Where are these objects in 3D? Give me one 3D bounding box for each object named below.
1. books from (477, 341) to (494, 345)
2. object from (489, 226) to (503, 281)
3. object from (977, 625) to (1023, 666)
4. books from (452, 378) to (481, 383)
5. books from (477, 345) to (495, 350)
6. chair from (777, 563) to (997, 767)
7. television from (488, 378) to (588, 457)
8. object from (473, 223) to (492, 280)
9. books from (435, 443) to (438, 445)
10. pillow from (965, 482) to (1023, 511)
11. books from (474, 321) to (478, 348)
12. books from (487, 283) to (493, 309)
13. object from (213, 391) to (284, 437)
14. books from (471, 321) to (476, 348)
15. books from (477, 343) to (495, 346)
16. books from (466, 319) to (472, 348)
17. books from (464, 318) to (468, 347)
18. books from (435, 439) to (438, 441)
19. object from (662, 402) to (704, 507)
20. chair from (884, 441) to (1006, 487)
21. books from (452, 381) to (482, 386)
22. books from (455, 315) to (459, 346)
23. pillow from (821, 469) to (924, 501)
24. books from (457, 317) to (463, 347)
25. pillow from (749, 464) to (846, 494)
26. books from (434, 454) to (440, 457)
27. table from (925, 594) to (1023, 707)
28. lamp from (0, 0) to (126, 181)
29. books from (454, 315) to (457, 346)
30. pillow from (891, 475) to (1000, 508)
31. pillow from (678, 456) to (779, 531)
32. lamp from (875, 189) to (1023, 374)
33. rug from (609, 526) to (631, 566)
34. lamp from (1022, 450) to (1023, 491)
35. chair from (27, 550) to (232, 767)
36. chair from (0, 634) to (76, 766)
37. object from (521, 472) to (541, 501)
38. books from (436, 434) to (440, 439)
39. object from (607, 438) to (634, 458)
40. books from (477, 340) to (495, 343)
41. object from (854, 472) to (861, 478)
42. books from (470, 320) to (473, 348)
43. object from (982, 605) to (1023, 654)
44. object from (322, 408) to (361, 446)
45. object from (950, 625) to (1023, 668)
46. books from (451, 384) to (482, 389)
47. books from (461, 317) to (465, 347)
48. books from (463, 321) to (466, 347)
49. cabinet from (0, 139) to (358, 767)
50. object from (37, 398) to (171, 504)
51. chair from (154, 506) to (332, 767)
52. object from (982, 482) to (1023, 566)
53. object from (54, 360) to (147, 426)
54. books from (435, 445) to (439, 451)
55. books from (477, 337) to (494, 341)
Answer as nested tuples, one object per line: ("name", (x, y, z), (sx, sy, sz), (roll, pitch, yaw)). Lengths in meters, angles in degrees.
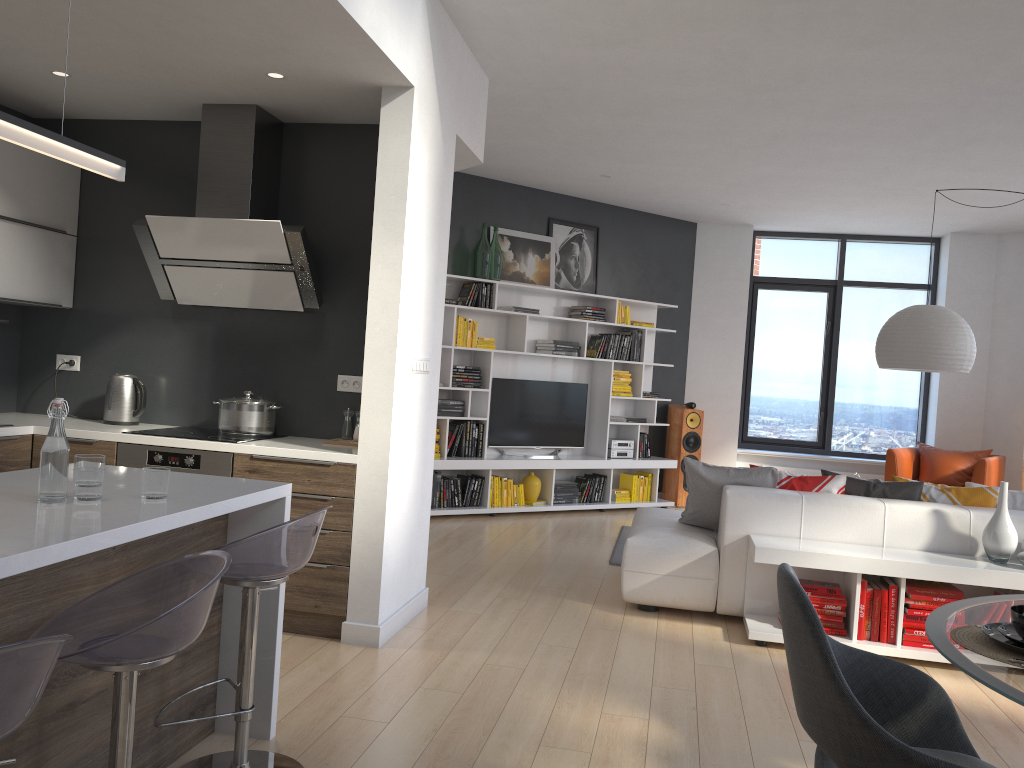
("books", (-0.260, -0.363, 7.833), (0.169, 0.018, 0.113), (3, 1, -33))
("object", (-0.159, -1.159, 7.926), (0.157, 0.507, 0.157), (4, 1, -21))
("object", (1.100, 0.541, 1.815), (0.206, 0.015, 0.309), (4, 1, 15))
("books", (-0.440, -0.036, 7.769), (0.266, 0.030, 0.209), (3, 1, -36))
("books", (-0.267, -0.327, 7.849), (0.190, 0.033, 0.147), (3, 1, -34))
("chair", (0.842, 0.858, 1.846), (0.619, 0.891, 0.655), (4, 1, 12))
("television", (0.251, 0.321, 8.303), (1.102, 0.704, 0.207), (3, 1, -34))
("object", (-0.255, -1.164, 7.791), (0.157, 0.507, 0.157), (4, 1, -21))
("books", (-0.791, 0.506, 7.594), (0.263, 0.015, 0.198), (3, 1, -31))
("pillow", (3.327, 0.788, 5.618), (0.580, 0.456, 2.156), (5, 1, 37))
("books", (-0.358, -0.433, 7.799), (0.024, 0.234, 0.172), (3, 1, -34))
("books", (-0.226, -0.773, 7.844), (0.019, 0.230, 0.174), (3, 1, -34))
("object", (-1.355, 0.147, 4.544), (0.288, 0.223, 0.315), (3, 1, -38))
("books", (-0.377, -0.434, 7.781), (0.024, 0.234, 0.172), (3, 1, -34))
("books", (-0.268, -0.350, 7.853), (0.196, 0.011, 0.148), (3, 1, -34))
("books", (-0.422, -0.445, 7.752), (0.035, 0.250, 0.185), (3, 1, -34))
("books", (-0.445, -0.446, 7.738), (0.019, 0.251, 0.180), (3, 1, -34))
("books", (-0.784, 0.467, 7.593), (0.251, 0.019, 0.180), (3, 1, -34))
("object", (1.747, 0.721, 9.223), (0.290, 1.088, 0.434), (4, 1, -19))
("chair", (4.104, 1.010, 8.382), (0.896, 0.858, 0.843), (5, 1, 43))
("books", (-0.426, -0.007, 7.758), (0.270, 0.025, 0.189), (3, 1, -35))
("books", (-0.528, -0.460, 7.675), (0.025, 0.270, 0.213), (3, 1, -34))
("pillow", (2.790, 0.763, 4.919), (2.120, 0.436, 0.608), (4, 1, 6))
("books", (-0.503, -0.452, 7.699), (0.044, 0.255, 0.198), (3, 1, -34))
("pillow", (2.467, 0.766, 4.971), (2.250, 0.449, 0.575), (4, 1, 8))
("books", (-0.777, 0.599, 7.575), (0.270, 0.029, 0.204), (4, 1, -29))
("table", (1.569, 0.967, 1.658), (1.499, 0.764, 1.499), (4, 1, 0))
("lamp", (-1.214, -0.972, 2.112), (0.020, 0.756, 0.998), (4, 1, 11))
("books", (-0.546, -0.461, 7.652), (0.029, 0.270, 0.204), (3, 1, -34))
("pillow", (3.085, 0.792, 5.409), (2.095, 0.440, 0.630), (3, 1, -32))
("pillow", (2.436, 0.728, 5.315), (2.953, 0.453, 0.647), (4, 1, -2))
("lamp", (3.609, 0.130, 4.898), (0.710, 2.647, 3.199), (3, 1, -43))
("rug", (1.942, 1.309, 6.659), (2.326, 0.016, 1.662), (4, 1, 10))
("lamp", (4.950, 0.730, 7.938), (0.502, 1.550, 0.804), (4, 1, -29))
("chair", (-0.894, 0.788, 2.030), (0.434, 0.787, 0.475), (4, 1, -26))
("chair", (-1.013, 0.787, 1.492), (0.434, 0.787, 0.475), (4, 1, 29))
("object", (0.174, 0.935, 8.104), (0.185, 0.257, 0.185), (5, 1, 33))
("books", (-0.772, 0.441, 7.597), (0.250, 0.035, 0.185), (3, 1, -31))
("object", (1.012, 0.633, 8.767), (0.285, 0.174, 0.270), (3, 1, -34))
("books", (-0.262, -0.379, 7.849), (0.187, 0.014, 0.134), (3, 1, -34))
("object", (2.434, 0.772, 6.533), (0.330, 0.265, 0.330), (5, 1, 35))
("books", (-0.399, -0.437, 7.770), (0.023, 0.239, 0.169), (3, 1, -34))
("object", (1.111, 0.511, 1.819), (0.258, 0.074, 0.258), (4, 1, -9))
("object", (-0.754, 0.149, 4.484), (0.330, 0.316, 0.221), (4, 1, 11))
("object", (1.100, 0.549, 1.822), (0.360, 0.002, 0.360), (4, 1, -15))
("books", (-0.427, 0.018, 7.757), (0.263, 0.026, 0.189), (3, 1, -36))
("books", (-0.479, -0.453, 7.718), (0.015, 0.263, 0.199), (3, 1, -34))
("books", (-0.453, -0.434, 7.711), (0.024, 0.229, 0.156), (3, 1, -35))
("cabinet", (-2.018, -0.153, 2.449), (2.402, 2.501, 4.694), (4, 1, 11))
("object", (-1.090, 0.180, 2.399), (0.323, 0.267, 0.148), (4, 1, -25))
("chair", (-0.781, 0.762, 2.618), (0.434, 0.838, 0.475), (4, 1, 9))
("object", (2.493, 0.687, 4.349), (0.316, 0.398, 0.319), (5, 1, 35))
("object", (-2.203, 0.044, 4.747), (0.590, 0.318, 0.179), (4, 1, 17))
("books", (-0.783, 0.536, 7.584), (0.255, 0.044, 0.198), (3, 1, -34))
("books", (-0.271, -0.399, 7.857), (0.186, 0.026, 0.138), (3, 1, -34))
